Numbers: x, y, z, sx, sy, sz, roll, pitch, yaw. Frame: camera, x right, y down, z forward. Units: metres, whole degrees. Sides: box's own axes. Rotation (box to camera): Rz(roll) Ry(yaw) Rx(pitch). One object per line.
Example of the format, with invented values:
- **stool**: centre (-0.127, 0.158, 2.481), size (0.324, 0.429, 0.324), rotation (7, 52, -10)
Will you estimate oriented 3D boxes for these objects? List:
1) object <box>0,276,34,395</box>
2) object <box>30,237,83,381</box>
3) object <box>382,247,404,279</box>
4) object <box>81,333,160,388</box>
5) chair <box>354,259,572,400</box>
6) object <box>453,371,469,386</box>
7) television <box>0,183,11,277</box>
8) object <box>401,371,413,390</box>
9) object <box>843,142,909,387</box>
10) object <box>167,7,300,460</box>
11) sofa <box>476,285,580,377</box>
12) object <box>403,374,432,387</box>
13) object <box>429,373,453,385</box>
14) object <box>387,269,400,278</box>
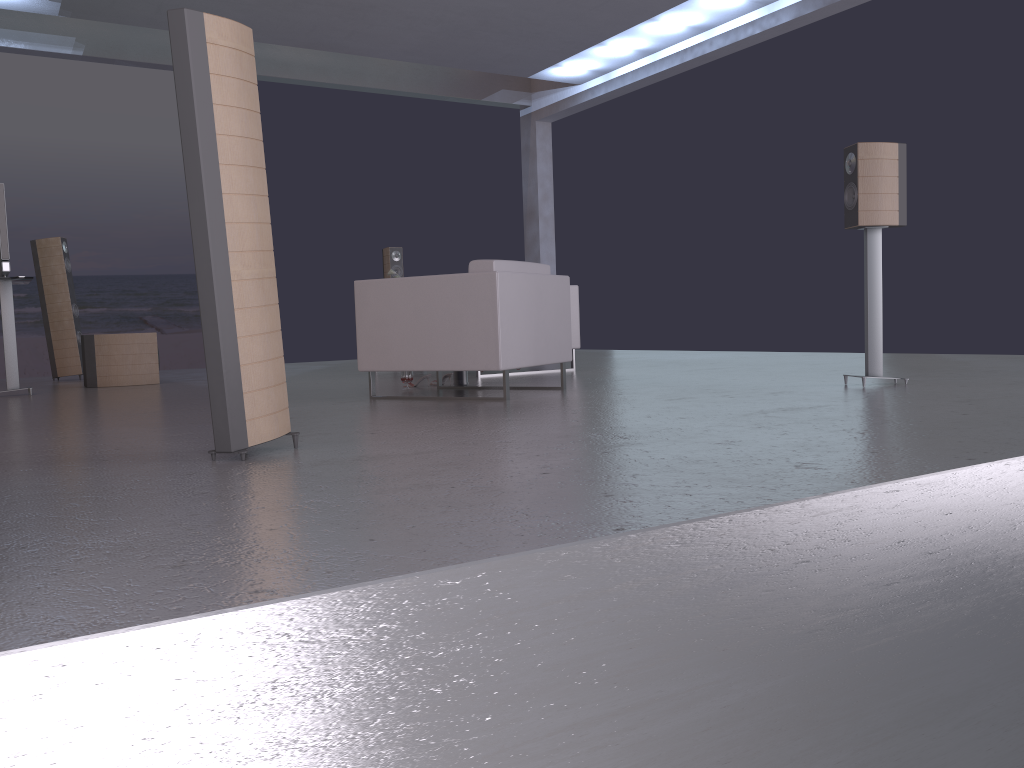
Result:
- **object**: centre (-3.949, -0.387, 6.959), size (0.360, 0.958, 0.818), rotation (-4, 5, -31)
- **object**: centre (-4.692, -0.770, 9.179), size (0.444, 1.469, 0.244), rotation (-2, 4, -6)
- **object**: centre (-1.406, -0.929, 10.552), size (0.243, 1.363, 0.333), rotation (-4, 4, -25)
- **object**: centre (-3.510, -0.221, 7.959), size (0.604, 0.459, 0.514), rotation (-4, 5, -31)
- **chair**: centre (-0.291, -0.338, 5.518), size (1.026, 0.808, 0.936), rotation (0, 5, 29)
- **object**: centre (-0.370, -0.204, 6.277), size (0.109, 0.435, 0.109), rotation (-2, 4, -4)
- **television**: centre (-3.974, -1.164, 6.904), size (0.054, 0.644, 1.000), rotation (-4, 5, -31)
- **object**: centre (-0.725, -0.078, 6.111), size (0.091, 0.233, 0.091), rotation (-2, 4, -3)
- **object**: centre (2.089, -0.676, 5.061), size (0.333, 1.363, 0.243), rotation (-2, 4, 0)
- **object**: centre (-0.971, -0.481, 3.031), size (0.244, 1.473, 0.444), rotation (-1, 4, 14)
- **sofa**: centre (-0.457, -0.541, 8.391), size (1.026, 0.824, 2.353), rotation (-4, 5, -31)
- **object**: centre (-0.683, -0.024, 6.355), size (0.235, 0.087, 0.079), rotation (0, 4, 26)
- **object**: centre (-0.512, -0.036, 6.448), size (0.235, 0.087, 0.079), rotation (1, 5, 37)
- **object**: centre (-1.120, -0.724, 9.698), size (0.387, 1.051, 0.400), rotation (-2, 4, 7)
